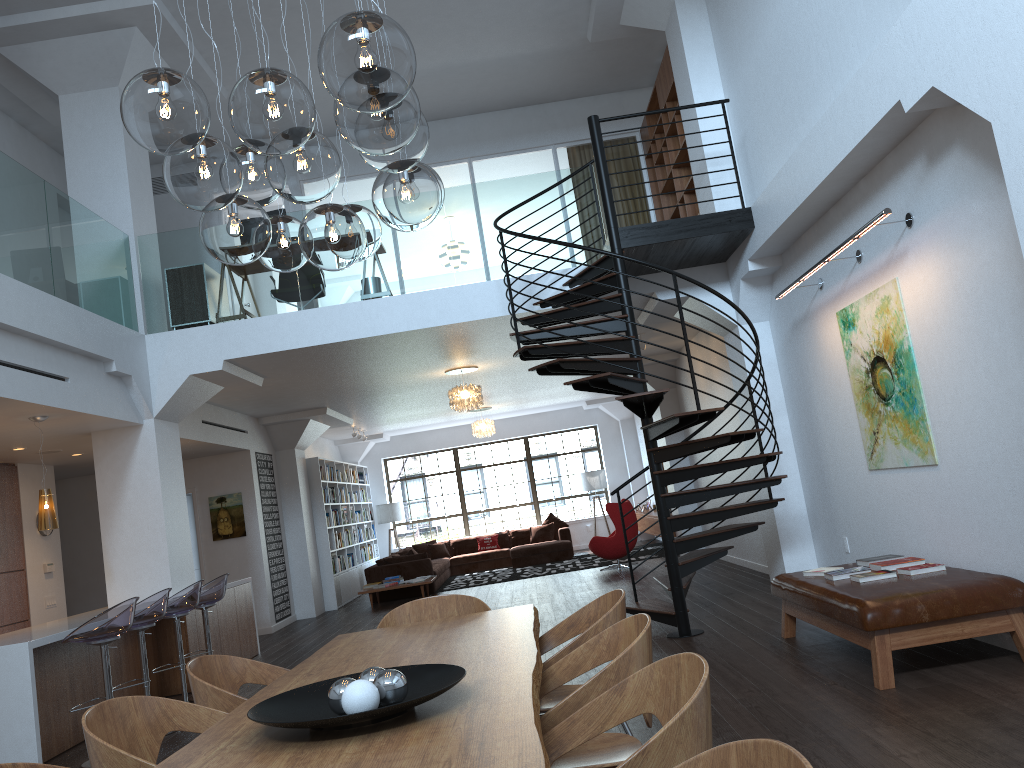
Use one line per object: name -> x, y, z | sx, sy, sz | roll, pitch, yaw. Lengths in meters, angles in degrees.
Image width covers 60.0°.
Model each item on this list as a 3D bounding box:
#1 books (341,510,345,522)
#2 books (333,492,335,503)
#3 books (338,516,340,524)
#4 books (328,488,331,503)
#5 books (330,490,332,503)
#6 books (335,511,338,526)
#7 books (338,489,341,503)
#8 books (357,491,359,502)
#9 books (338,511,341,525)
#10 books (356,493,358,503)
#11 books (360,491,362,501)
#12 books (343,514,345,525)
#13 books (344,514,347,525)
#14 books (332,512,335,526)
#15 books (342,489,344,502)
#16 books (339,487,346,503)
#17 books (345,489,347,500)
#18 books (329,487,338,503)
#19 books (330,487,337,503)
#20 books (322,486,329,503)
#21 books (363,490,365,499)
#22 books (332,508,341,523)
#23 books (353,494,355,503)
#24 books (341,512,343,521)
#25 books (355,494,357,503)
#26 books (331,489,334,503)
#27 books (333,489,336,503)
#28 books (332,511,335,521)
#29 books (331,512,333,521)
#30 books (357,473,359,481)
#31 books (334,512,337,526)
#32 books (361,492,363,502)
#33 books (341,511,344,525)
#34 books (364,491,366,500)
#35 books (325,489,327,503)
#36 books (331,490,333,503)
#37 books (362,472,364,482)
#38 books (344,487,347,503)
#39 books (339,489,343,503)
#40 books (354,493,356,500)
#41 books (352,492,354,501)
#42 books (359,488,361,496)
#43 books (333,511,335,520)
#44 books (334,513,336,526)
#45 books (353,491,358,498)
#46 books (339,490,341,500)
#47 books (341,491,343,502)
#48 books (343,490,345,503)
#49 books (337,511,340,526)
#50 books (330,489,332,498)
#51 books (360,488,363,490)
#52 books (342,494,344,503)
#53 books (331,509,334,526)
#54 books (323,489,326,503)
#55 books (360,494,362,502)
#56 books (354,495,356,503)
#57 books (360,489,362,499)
books -> -3.041, 2.359, 15.586 | 0.183, 0.253, 0.042 | -9, -7, 0
books -> -3.096, 1.926, 15.034 | 0.161, 0.223, 0.032 | -9, -7, 0
books -> -3.042, 2.297, 15.107 | 0.182, 0.253, 0.034 | -9, -7, 0
books -> -3.112, 1.878, 14.763 | 0.183, 0.253, 0.042 | -9, -7, 0
books -> -3.117, 1.887, 14.849 | 0.180, 0.259, 0.042 | -9, -7, 0
books -> -3.038, 2.279, 14.968 | 0.182, 0.253, 0.034 | -9, -7, 0
books -> -3.087, 1.962, 15.444 | 0.182, 0.253, 0.034 | -9, -7, 0
books -> -3.075, 2.213, 17.280 | 0.158, 0.226, 0.052 | -9, -7, 0
books -> -3.031, 2.300, 15.141 | 0.182, 0.253, 0.034 | -9, -7, 0
books -> -3.066, 2.218, 17.190 | 0.139, 0.191, 0.036 | -9, -7, 0
books -> -3.057, 2.242, 17.510 | 0.161, 0.223, 0.026 | -9, -7, -1
books -> -3.025, 2.367, 15.547 | 0.161, 0.223, 0.032 | -9, -7, 0
books -> -3.025, 2.396, 15.702 | 0.161, 0.207, 0.135 | -9, -7, -1
books -> -3.042, 2.254, 14.721 | 0.174, 0.239, 0.045 | -9, -7, 0
books -> -3.091, 2.015, 15.812 | 0.170, 0.245, 0.057 | -9, -7, 0
books -> -3.095, 2.010, 15.942 | 0.176, 0.290, 0.053 | -9, -7, 0
books -> -3.081, 2.045, 16.073 | 0.159, 0.250, 0.026 | -9, -7, 0
books -> -3.104, 1.925, 15.278 | 0.176, 0.291, 0.053 | -9, -7, 0
books -> -3.121, 1.924, 15.227 | 0.198, 0.284, 0.049 | -9, -7, 0
books -> -3.097, 1.823, 14.495 | 0.176, 0.290, 0.053 | -9, -7, 0
books -> -3.065, 2.272, 17.869 | 0.180, 0.259, 0.060 | -9, -7, -1
books -> -3.043, 2.292, 15.205 | 0.176, 0.294, 0.102 | -9, -7, 0
books -> -3.064, 2.183, 16.847 | 0.126, 0.173, 0.032 | -9, -7, 0
books -> -3.032, 2.352, 15.429 | 0.161, 0.223, 0.032 | -9, -7, 0
books -> -3.066, 2.210, 17.073 | 0.128, 0.178, 0.021 | -9, -7, 0
books -> -3.114, 1.909, 15.000 | 0.183, 0.253, 0.042 | -9, -7, 0
books -> -3.101, 1.928, 15.110 | 0.174, 0.240, 0.054 | -9, -7, 0
books -> -3.045, 2.258, 14.772 | 0.170, 0.245, 0.057 | -9, -7, 0
books -> -3.057, 2.216, 14.587 | 0.197, 0.283, 0.065 | -9, -7, 0
books -> -3.122, 1.876, 17.543 | 0.161, 0.223, 0.032 | -9, -7, 0
books -> -3.046, 2.282, 14.897 | 0.167, 0.230, 0.037 | -9, -7, 0
books -> -3.066, 2.239, 17.593 | 0.183, 0.253, 0.034 | -9, -7, -1
books -> -3.031, 2.350, 15.473 | 0.174, 0.240, 0.054 | -9, -7, 0
books -> -3.067, 2.300, 18.004 | 0.174, 0.240, 0.045 | -9, -7, -1
books -> -3.103, 1.837, 14.415 | 0.174, 0.242, 0.105 | -9, -7, 0
books -> -3.110, 1.903, 14.926 | 0.171, 0.246, 0.039 | -9, -7, 0
books -> -3.126, 1.936, 18.117 | 0.183, 0.253, 0.042 | -9, -7, 0
books -> -3.098, 2.021, 16.002 | 0.197, 0.283, 0.065 | -9, -7, 0
books -> -3.090, 1.985, 15.617 | 0.182, 0.253, 0.034 | -9, -7, 0
books -> -3.073, 2.204, 17.048 | 0.134, 0.184, 0.030 | -9, -7, 0
books -> -3.067, 2.154, 16.734 | 0.146, 0.202, 0.027 | -9, -7, 0
books -> -3.079, 2.206, 17.443 | 0.198, 0.284, 0.066 | -9, -7, -1
books -> -3.047, 2.261, 14.813 | 0.159, 0.250, 0.026 | -9, -7, 0
books -> -3.036, 2.277, 14.838 | 0.161, 0.223, 0.027 | -9, -7, 0
books -> -3.073, 2.204, 17.232 | 0.140, 0.231, 0.042 | -9, -7, 0
books -> -3.089, 1.979, 15.516 | 0.174, 0.239, 0.045 | -9, -7, 0
books -> -3.086, 2.013, 15.717 | 0.161, 0.223, 0.026 | -9, -7, 0
books -> -3.087, 2.024, 15.863 | 0.174, 0.239, 0.045 | -9, -7, 0
books -> -3.035, 2.298, 15.067 | 0.174, 0.239, 0.045 | -9, -7, 0
books -> -3.114, 1.896, 14.888 | 0.160, 0.251, 0.039 | -9, -7, 0
books -> -3.069, 2.251, 17.823 | 0.176, 0.290, 0.036 | -9, -7, -1
books -> -3.084, 2.016, 15.744 | 0.161, 0.223, 0.027 | -9, -7, 0
books -> -3.053, 2.221, 14.648 | 0.176, 0.290, 0.053 | -9, -7, 0
books -> -3.100, 1.830, 14.332 | 0.172, 0.235, 0.112 | -9, -7, 0
books -> -3.062, 2.226, 17.486 | 0.160, 0.250, 0.026 | -9, -7, -1
books -> -3.060, 2.199, 16.947 | 0.120, 0.167, 0.020 | -9, -7, 0
books -> -3.070, 2.216, 17.553 | 0.176, 0.290, 0.053 | -9, -7, -1
